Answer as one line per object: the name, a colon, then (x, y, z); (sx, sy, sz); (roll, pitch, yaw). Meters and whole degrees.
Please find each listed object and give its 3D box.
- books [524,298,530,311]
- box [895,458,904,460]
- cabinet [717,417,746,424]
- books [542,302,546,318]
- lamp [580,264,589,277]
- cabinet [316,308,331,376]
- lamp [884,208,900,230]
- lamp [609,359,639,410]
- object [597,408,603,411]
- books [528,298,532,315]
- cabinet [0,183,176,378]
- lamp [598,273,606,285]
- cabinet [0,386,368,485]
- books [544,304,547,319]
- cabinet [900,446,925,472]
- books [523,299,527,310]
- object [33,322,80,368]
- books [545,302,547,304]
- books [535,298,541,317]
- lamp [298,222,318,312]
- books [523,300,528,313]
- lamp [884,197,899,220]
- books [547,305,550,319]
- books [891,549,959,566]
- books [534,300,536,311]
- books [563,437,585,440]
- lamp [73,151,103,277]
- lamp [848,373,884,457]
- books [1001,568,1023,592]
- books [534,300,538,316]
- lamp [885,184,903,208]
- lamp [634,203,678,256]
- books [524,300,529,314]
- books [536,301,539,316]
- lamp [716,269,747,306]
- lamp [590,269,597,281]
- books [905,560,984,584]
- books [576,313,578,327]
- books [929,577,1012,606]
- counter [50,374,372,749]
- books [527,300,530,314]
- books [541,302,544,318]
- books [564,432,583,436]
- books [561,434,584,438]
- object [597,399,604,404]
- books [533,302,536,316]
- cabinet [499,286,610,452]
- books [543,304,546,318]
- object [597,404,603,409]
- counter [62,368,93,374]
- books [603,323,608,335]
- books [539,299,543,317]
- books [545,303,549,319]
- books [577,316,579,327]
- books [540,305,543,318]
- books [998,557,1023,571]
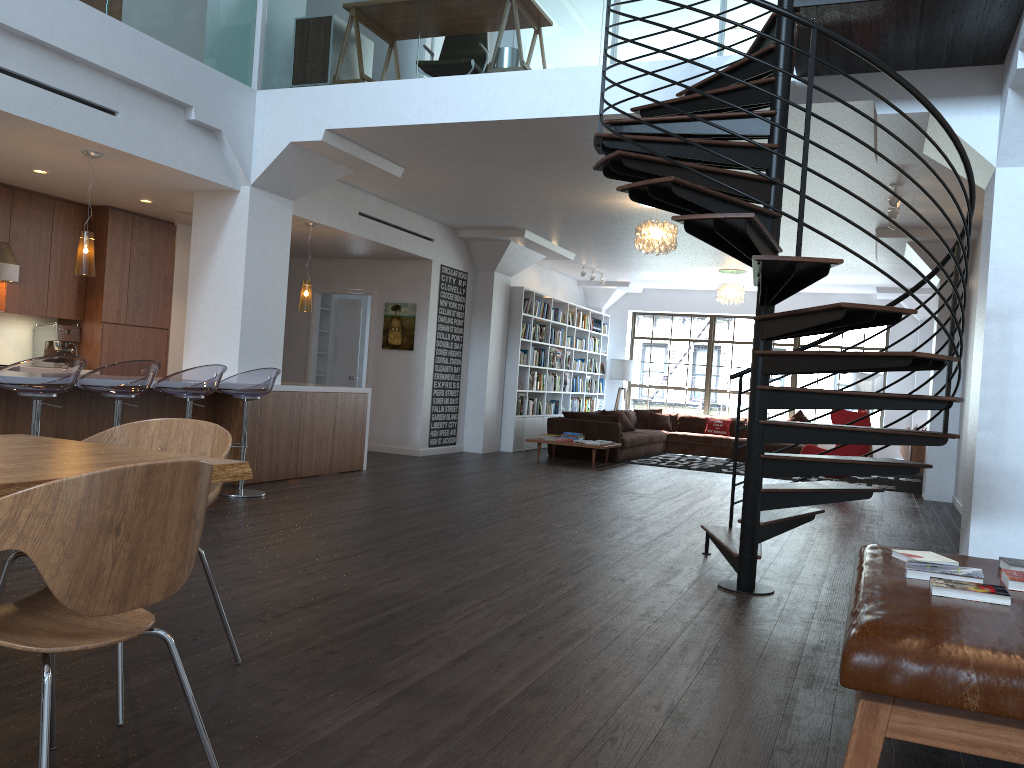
books: (0.178, -1.159, 13.219); (0.159, 0.248, 0.089); (4, 0, 22)
box: (6.659, 1.361, 15.136); (0.228, 0.165, 0.368); (4, 0, 22)
cabinet: (4.204, 0.957, 16.169); (1.520, 0.625, 0.350); (4, 0, 22)
books: (0.415, -1.145, 13.763); (0.182, 0.253, 0.098); (4, 0, 22)
lamp: (1.158, -1.832, 14.341); (0.120, 0.211, 0.111); (4, 0, -33)
cabinet: (-2.497, -0.679, 13.441); (0.527, 2.991, 2.630); (4, 0, 22)
lamp: (3.760, -1.627, 8.753); (0.120, 0.211, 0.111); (4, 0, -33)
lamp: (2.102, 0.330, 16.979); (0.545, 1.579, 0.545); (4, 0, 11)
object: (1.526, 0.503, 16.874); (0.331, 0.088, 0.410); (4, 0, 22)
books: (0.196, -1.160, 13.258); (0.170, 0.251, 0.118); (4, 0, 22)
cabinet: (-5.006, -0.580, 7.289); (0.598, 2.499, 5.299); (4, 0, 22)
lamp: (1.549, -1.809, 15.288); (0.120, 0.211, 0.111); (4, 0, -3)
cabinet: (-2.795, 0.417, 7.352); (0.898, 0.796, 4.493); (4, 0, 22)
books: (0.444, -1.139, 13.845); (0.174, 0.243, 0.085); (4, 0, 22)
cabinet: (5.947, 0.953, 12.861); (0.459, 0.350, 4.501); (4, 0, 22)
books: (0.099, -1.146, 13.013); (0.182, 0.215, 0.188); (4, 0, 22)
object: (-4.456, -0.377, 8.778); (0.439, 0.455, 0.284); (4, 0, 22)
books: (0.444, -1.150, 13.904); (0.180, 0.265, 0.103); (4, 0, 22)
books: (0.342, -1.169, 13.614); (0.176, 0.293, 0.125); (4, 0, 22)
lamp: (-2.078, -1.187, 9.036); (0.149, 0.900, 0.149); (4, 0, -23)
books: (0.125, -1.142, 13.100); (0.167, 0.210, 0.162); (4, 0, 22)
lamp: (3.567, -1.638, 8.285); (0.120, 0.211, 0.111); (4, 0, -18)
books: (0.500, -1.132, 14.008); (0.167, 0.233, 0.077); (4, 0, 22)
books: (1.609, 0.682, 3.465); (0.161, 0.031, 0.223); (4, 0, 0)
books: (0.270, -1.151, 13.443); (0.159, 0.248, 0.089); (4, 0, 22)
books: (0.852, 0.765, 12.406); (0.312, 0.037, 0.216); (4, 0, 12)
lamp: (-1.899, -1.620, 7.155); (2.842, 1.807, 0.149); (4, 0, -28)
lamp: (6.039, 0.609, 15.238); (0.545, 1.579, 0.545); (4, 0, 33)
books: (1.860, 0.694, 3.059); (0.283, 0.043, 0.197); (4, 0, 22)
books: (0.289, -1.152, 13.483); (0.170, 0.251, 0.118); (4, 0, 22)
lamp: (3.369, -1.650, 7.806); (0.120, 0.211, 0.111); (4, 0, -3)
lamp: (1.500, -1.614, 9.186); (0.442, 0.539, 0.441); (4, 0, -25)
books: (0.158, -1.145, 13.156); (0.161, 0.218, 0.101); (4, 0, 22)
books: (0.312, -1.146, 13.531); (0.174, 0.242, 0.105); (4, 0, 22)
lamp: (3.427, -1.501, 13.865); (0.442, 0.539, 0.441); (4, 0, -25)
lamp: (1.351, -1.820, 14.809); (0.120, 0.211, 0.111); (4, 0, -18)
books: (1.534, 0.673, 3.151); (0.247, 0.040, 0.185); (4, 0, 26)
books: (1.031, -1.108, 15.294); (0.189, 0.247, 0.057); (4, 0, 22)
books: (1.486, 0.672, 2.884); (0.224, 0.032, 0.161); (4, 0, 22)
counter: (-2.569, 0.419, 5.502); (3.039, 0.860, 8.182); (4, 0, -7)
books: (0.173, -1.146, 13.187); (0.161, 0.222, 0.084); (4, 0, 22)
books: (0.400, -1.144, 13.734); (0.159, 0.248, 0.089); (4, 0, 22)
books: (0.858, 0.698, 12.407); (0.224, 0.027, 0.157); (4, 0, 27)
books: (0.852, 0.728, 12.411); (0.279, 0.035, 0.191); (4, 0, 32)
object: (1.531, 0.327, 16.876); (0.316, 0.088, 0.410); (4, 0, 22)
books: (0.266, -1.138, 13.412); (0.161, 0.222, 0.084); (4, 0, 22)
cabinet: (0.733, -0.175, 15.035); (0.461, 2.414, 4.500); (4, 0, 22)
books: (0.423, -1.146, 13.811); (0.182, 0.255, 0.077); (4, 0, 22)
object: (1.532, 0.415, 16.874); (0.331, 0.088, 0.410); (4, 0, 22)
counter: (-5.209, -0.176, 6.868); (0.600, 0.050, 4.387); (4, 0, 22)
books: (1.754, -1.058, 17.019); (0.140, 0.231, 0.042); (4, 0, 22)
books: (0.361, -1.167, 13.673); (0.197, 0.290, 0.136); (4, 0, 22)
books: (0.482, -1.143, 13.940); (0.182, 0.255, 0.077); (4, 0, 22)
books: (1.077, -1.085, 15.379); (0.144, 0.207, 0.048); (4, 0, 22)
books: (0.383, -1.131, 13.705); (0.161, 0.222, 0.083); (4, 0, 22)
books: (1.999, 0.704, 3.347); (0.254, 0.044, 0.183); (4, 0, 17)
